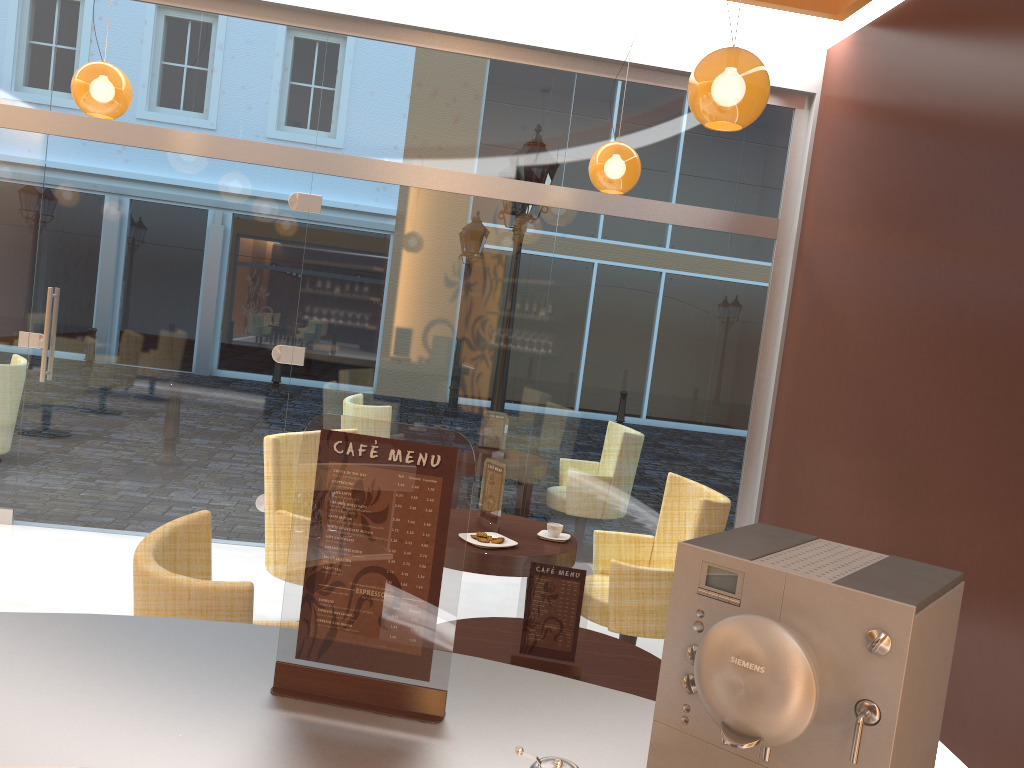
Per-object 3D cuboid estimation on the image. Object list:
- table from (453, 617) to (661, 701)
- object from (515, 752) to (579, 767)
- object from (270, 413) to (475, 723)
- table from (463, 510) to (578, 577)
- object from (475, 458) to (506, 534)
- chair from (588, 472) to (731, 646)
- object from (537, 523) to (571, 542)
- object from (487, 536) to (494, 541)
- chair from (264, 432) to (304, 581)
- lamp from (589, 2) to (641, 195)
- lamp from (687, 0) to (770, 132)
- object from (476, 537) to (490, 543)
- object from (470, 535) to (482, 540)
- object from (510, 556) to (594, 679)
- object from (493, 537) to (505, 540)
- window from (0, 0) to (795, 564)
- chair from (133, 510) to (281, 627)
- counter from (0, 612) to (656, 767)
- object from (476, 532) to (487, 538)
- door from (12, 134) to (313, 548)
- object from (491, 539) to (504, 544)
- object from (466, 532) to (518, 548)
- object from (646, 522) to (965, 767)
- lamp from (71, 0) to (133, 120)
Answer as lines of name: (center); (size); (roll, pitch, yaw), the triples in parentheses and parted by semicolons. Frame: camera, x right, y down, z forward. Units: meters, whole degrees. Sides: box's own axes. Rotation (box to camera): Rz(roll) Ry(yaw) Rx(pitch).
table: (0.050, 1.179, 2.649); (0.872, 0.679, 0.874); (10, 5, 39)
object: (0.050, 0.477, 1.039); (0.075, 0.077, 0.075); (4, 5, -38)
object: (-0.199, 0.259, 1.281); (0.258, 0.414, 0.052); (8, 4, 7)
table: (-0.157, 1.045, 4.316); (0.872, 0.679, 0.874); (10, 5, 39)
object: (-0.099, 0.539, 4.327); (0.042, 0.335, 0.209); (5, 4, -32)
chair: (0.654, 0.975, 4.330); (0.685, 1.017, 0.729); (7, 4, -4)
object: (0.205, 0.715, 4.290); (0.153, 0.069, 0.153); (8, 4, 15)
object: (-0.109, 0.710, 4.077); (0.051, 0.018, 0.054); (6, 4, -20)
chair: (-0.926, 0.767, 4.461); (0.685, 1.017, 0.729); (9, 4, 25)
lamp: (0.663, -1.837, 5.015); (0.299, 1.500, 0.299); (4, 5, -40)
lamp: (0.875, -1.694, 3.234); (0.299, 1.500, 0.299); (5, 4, -29)
object: (-0.131, 0.708, 4.015); (0.053, 0.014, 0.055); (6, 4, -24)
object: (-0.157, 0.702, 4.052); (0.054, 0.018, 0.051); (10, 5, 40)
object: (0.118, 0.679, 2.601); (0.209, 0.335, 0.042); (8, 4, 7)
object: (-0.061, 0.710, 4.071); (0.051, 0.018, 0.054); (7, 4, -9)
window: (-2.198, -0.730, 5.721); (8.200, 3.380, 0.040); (7, 4, -7)
chair: (-0.707, 0.927, 2.420); (0.685, 1.017, 0.729); (5, 4, -29)
counter: (-0.935, 0.979, 0.543); (1.586, 1.100, 2.917); (10, 5, 38)
object: (-0.139, 0.694, 4.082); (0.052, 0.016, 0.055); (7, 4, -8)
door: (-2.261, -0.235, 5.754); (1.640, 2.499, 0.020); (7, 4, -7)
object: (-0.066, 0.714, 4.025); (0.052, 0.018, 0.055); (8, 4, 17)
object: (-0.110, 0.716, 4.049); (0.234, 0.020, 0.234); (5, 5, -36)
object: (0.321, 0.378, 1.042); (0.270, 0.340, 0.373); (10, 5, 38)
lamp: (-2.095, -2.163, 4.661); (0.299, 1.500, 0.299); (5, 4, -33)
